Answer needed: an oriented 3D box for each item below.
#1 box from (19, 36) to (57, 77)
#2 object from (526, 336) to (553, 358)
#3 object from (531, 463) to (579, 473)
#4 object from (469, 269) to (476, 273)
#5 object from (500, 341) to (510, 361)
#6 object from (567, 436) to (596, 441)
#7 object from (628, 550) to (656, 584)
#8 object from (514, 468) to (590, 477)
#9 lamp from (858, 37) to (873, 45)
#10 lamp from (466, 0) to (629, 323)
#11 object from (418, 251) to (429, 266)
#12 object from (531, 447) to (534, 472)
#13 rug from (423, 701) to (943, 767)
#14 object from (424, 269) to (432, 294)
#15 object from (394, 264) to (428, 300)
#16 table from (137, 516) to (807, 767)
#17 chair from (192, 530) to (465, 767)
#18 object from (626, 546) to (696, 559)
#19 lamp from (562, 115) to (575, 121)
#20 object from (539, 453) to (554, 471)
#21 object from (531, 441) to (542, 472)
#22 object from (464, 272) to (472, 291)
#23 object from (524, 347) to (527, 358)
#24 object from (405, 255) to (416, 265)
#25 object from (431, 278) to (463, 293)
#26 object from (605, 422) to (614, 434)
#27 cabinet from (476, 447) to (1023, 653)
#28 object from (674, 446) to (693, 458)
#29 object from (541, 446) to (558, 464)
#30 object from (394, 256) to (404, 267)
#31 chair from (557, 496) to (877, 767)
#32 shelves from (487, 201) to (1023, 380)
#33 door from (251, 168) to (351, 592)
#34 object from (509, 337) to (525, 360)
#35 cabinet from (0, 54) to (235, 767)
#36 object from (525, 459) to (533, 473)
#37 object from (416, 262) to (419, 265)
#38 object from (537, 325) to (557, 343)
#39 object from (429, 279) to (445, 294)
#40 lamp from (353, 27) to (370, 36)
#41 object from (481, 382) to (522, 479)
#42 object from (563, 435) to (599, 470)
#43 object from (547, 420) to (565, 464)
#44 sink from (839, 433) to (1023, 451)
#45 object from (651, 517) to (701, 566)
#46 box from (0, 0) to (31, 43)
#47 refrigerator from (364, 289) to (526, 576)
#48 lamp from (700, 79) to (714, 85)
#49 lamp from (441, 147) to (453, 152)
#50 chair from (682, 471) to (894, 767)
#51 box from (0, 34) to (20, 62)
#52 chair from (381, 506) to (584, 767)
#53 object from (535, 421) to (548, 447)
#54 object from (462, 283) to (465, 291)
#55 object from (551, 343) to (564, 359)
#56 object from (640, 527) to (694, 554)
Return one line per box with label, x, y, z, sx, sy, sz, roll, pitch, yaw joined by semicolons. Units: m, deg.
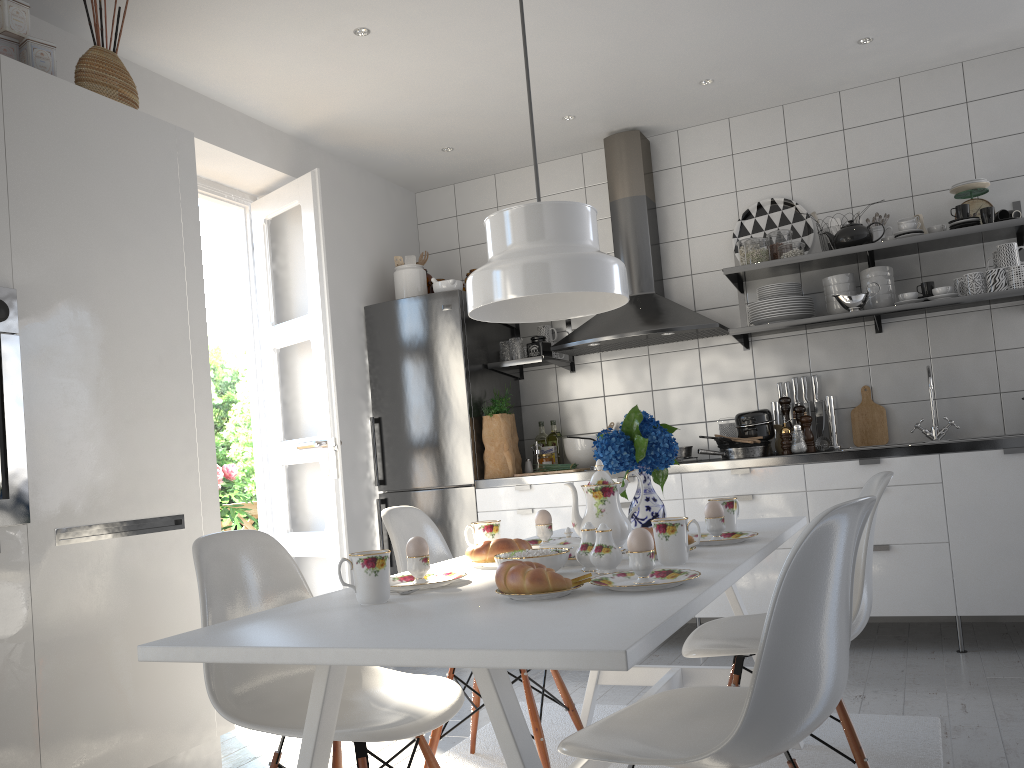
box;-1.349;-0.912;2.519;0.081;0.110;0.081;-8;-5;39
object;0.144;-0.191;4.672;0.100;0.122;0.100;-8;-5;35
object;0.192;0.417;4.416;0.277;0.053;0.142;-9;-7;40
object;-0.195;-0.537;4.929;0.097;0.194;0.097;-6;-4;24
object;-0.027;-0.169;4.731;0.086;0.119;0.086;-8;-5;35
object;0.478;0.323;4.472;0.347;0.153;0.200;-3;-5;-26
object;0.234;0.326;1.584;0.048;0.057;0.048;-3;-4;-25
object;0.200;0.440;4.415;0.331;0.012;0.220;-7;-6;25
lamp;1.512;-1.479;3.793;0.064;0.030;0.064;-6;-5;17
lamp;0.028;-0.831;2.091;0.373;1.320;0.374;-3;-4;-34
object;-0.504;-0.575;4.816;0.131;0.295;0.056;-5;-3;4
object;0.136;0.399;4.796;0.059;0.172;0.059;-4;-3;-16
rug;0.192;1.066;1.993;1.429;0.004;2.312;-7;-6;24
object;-0.510;-0.524;4.996;0.117;0.236;0.118;-2;-4;-40
object;-0.547;-0.526;4.793;0.174;0.208;0.174;-6;-4;20
table;0.182;0.739;2.050;0.815;0.659;1.827;-7;-5;24
chair;-0.384;0.703;1.892;0.543;0.799;0.465;-7;-4;24
object;0.336;0.382;2.001;0.158;0.016;0.158;-9;-6;34
lamp;0.278;-1.320;4.363;0.064;0.030;0.064;-6;-5;17
object;0.182;0.419;4.672;0.078;0.101;0.078;-4;-4;-9
object;0.138;0.393;4.730;0.059;0.172;0.059;-4;-3;-16
object;-0.209;-0.525;4.822;0.093;0.153;0.093;-2;-5;-43
object;0.066;-0.150;4.923;0.083;0.100;0.109;-5;-4;-6
object;-0.548;-0.571;4.805;0.064;0.289;0.141;-5;-3;-2
object;-0.334;-0.506;4.675;0.159;0.110;0.173;-7;-5;19
object;0.454;0.323;4.690;0.221;0.232;0.081;-4;-3;-15
cabinet;1.450;0.742;3.997;3.243;0.793;0.663;-7;-4;25
object;0.692;0.330;4.254;0.351;0.060;0.233;-5;-5;3
object;0.204;0.407;4.776;0.077;0.140;0.044;-7;-4;25
object;-0.597;-0.554;4.785;0.054;0.262;0.149;-5;-4;-1
chair;0.361;0.602;1.491;0.544;0.799;0.465;-8;-5;39
shelves;1.076;-0.434;4.317;2.544;0.511;0.427;-7;-5;25
door;-1.008;0.203;4.201;0.604;2.321;0.156;-8;-4;45
object;0.024;-0.181;4.645;0.086;0.119;0.086;-6;-4;21
cabinet;-1.495;0.197;2.395;0.514;2.092;1.378;-6;-4;24
object;0.088;0.439;4.704;0.046;0.084;0.046;-5;-3;2
object;-0.508;-0.552;4.820;0.050;0.246;0.115;-4;-3;-11
object;0.186;-0.268;4.848;0.083;0.100;0.109;-3;-5;-31
object;-0.404;-0.499;4.919;0.113;0.154;0.113;-2;-5;-37
lamp;-0.568;-1.340;3.344;0.064;0.030;0.064;-6;-5;17
object;-0.061;0.236;4.549;0.174;0.508;0.283;-6;-4;12
object;0.402;0.366;4.682;0.247;0.175;0.248;-3;-5;-25
object;0.243;0.336;4.814;0.090;0.281;0.082;-6;-3;25
sink;1.831;0.301;3.805;0.767;0.111;0.488;-7;-6;25
object;0.335;0.327;1.838;0.078;0.095;0.091;-3;-5;-29
box;-1.411;-1.020;2.491;0.081;0.110;0.081;-7;-4;30
refrigerator;-0.325;0.464;4.802;0.577;1.796;0.694;-6;-4;25
lamp;0.894;-1.399;4.078;0.064;0.030;0.064;-6;-5;17
lamp;-0.339;-1.241;4.648;0.064;0.030;0.064;-6;-5;17
chair;0.694;0.637;2.194;0.543;0.799;0.465;-6;-4;14
box;-1.432;-0.909;2.480;0.081;0.110;0.081;-8;-5;39
chair;-0.074;0.738;2.564;0.543;0.799;0.465;-6;-4;19
object;0.171;0.346;4.853;0.066;0.282;0.066;-6;-3;20
object;-0.295;-0.493;4.947;0.093;0.127;0.093;-1;-5;-44
object;0.227;-0.172;4.831;0.108;0.100;0.083;-6;-4;14
object;0.327;0.355;2.018;0.124;0.057;0.161;-9;-6;39
